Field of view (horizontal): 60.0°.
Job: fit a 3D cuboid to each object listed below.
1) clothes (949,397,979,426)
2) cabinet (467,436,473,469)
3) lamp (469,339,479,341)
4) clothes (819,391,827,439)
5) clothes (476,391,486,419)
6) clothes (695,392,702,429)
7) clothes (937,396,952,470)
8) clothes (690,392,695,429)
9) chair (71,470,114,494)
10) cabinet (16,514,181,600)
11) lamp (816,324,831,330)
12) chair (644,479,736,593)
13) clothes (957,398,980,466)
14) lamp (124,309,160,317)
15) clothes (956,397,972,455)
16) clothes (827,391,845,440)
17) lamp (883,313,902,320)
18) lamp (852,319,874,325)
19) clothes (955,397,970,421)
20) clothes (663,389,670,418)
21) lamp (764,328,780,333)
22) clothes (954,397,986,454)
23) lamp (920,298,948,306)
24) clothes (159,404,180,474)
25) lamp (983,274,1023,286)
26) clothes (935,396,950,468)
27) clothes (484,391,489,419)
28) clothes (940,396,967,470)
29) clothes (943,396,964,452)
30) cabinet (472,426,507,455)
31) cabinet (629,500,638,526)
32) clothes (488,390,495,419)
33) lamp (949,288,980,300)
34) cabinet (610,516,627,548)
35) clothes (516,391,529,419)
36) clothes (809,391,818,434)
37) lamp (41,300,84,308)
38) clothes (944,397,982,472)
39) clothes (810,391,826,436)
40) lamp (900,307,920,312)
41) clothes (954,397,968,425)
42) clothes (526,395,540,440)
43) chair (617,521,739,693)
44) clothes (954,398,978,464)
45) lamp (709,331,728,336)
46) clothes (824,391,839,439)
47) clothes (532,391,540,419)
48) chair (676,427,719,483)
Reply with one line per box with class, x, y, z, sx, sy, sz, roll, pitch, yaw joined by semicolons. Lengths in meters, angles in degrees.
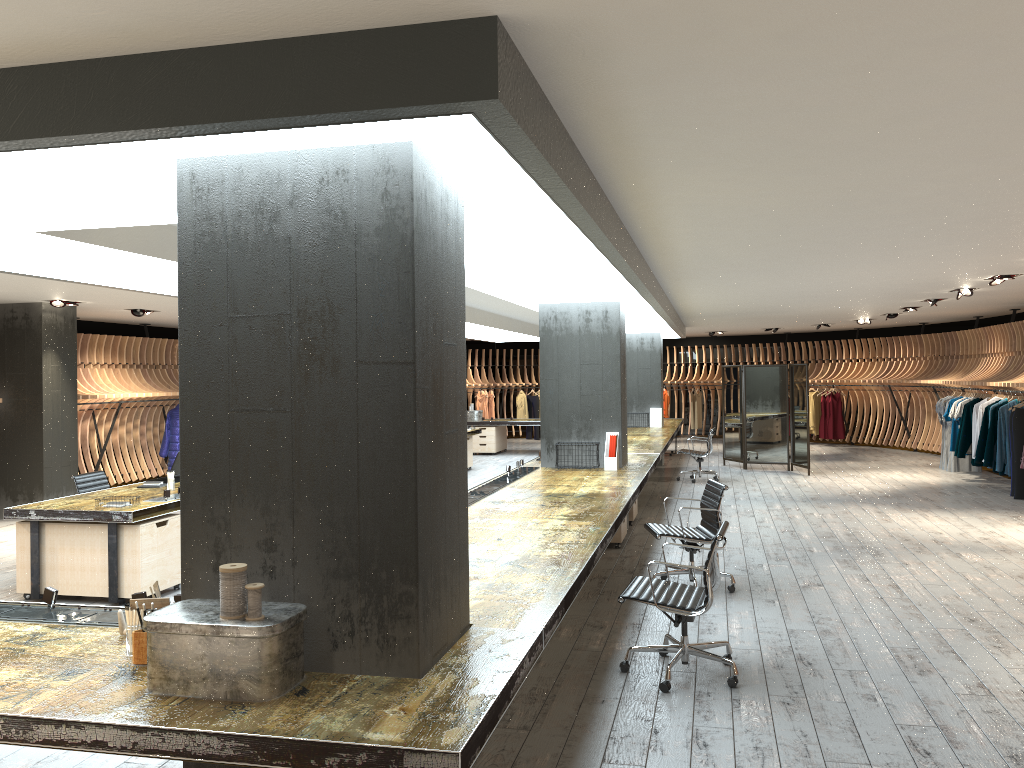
clothes;7.640;0.672;14.676;0.743;0.931;0.158;-1;0;17
cabinet;-1.354;1.304;16.602;1.131;0.630;0.593;-1;0;13
lamp;-0.916;-1.250;22.651;0.493;0.297;0.269;-1;0;-27
clothes;7.440;0.732;20.891;0.444;1.129;0.126;-1;0;-15
clothes;-0.828;0.757;23.977;0.125;1.156;0.447;0;-1;-42
clothes;4.940;0.693;23.513;0.096;0.988;0.465;-1;0;30
clothes;7.831;0.926;15.522;0.677;1.434;0.204;-1;0;2
clothes;4.831;0.694;23.565;0.096;0.988;0.465;-1;0;25
chair;-3.865;1.292;8.612;0.667;0.859;0.693;-1;0;-1
cabinet;-3.361;1.411;7.270;1.131;0.630;0.593;-1;0;13
lamp;6.760;-1.331;19.268;0.269;0.292;0.492;-1;0;-19
chair;1.409;1.231;7.198;0.667;0.859;0.693;-1;0;-11
clothes;7.486;0.753;13.955;0.913;1.081;0.238;-1;0;12
lamp;-5.362;-1.108;12.873;0.269;0.292;0.492;-1;0;13
clothes;7.567;0.688;14.415;0.742;0.950;0.167;-1;0;-4
clothes;7.554;0.732;20.656;0.444;1.129;0.126;-1;0;-15
lamp;6.894;-1.307;16.119;0.269;0.291;0.492;-1;0;9
lamp;7.040;-1.324;17.705;0.269;0.287;0.492;-1;0;-7
clothes;7.627;0.670;14.482;0.742;0.939;0.162;-1;0;7
clothes;4.095;0.575;23.899;0.201;0.881;0.839;-1;0;-7
lamp;6.078;-1.333;20.700;0.269;0.294;0.492;-1;0;-32
clothes;7.511;0.675;14.237;0.734;0.937;0.164;-1;0;16
lamp;6.189;-1.273;13.008;0.269;0.286;0.492;-1;0;13
clothes;-5.753;0.968;15.398;0.885;1.239;0.245;-1;0;10
lamp;5.482;-1.232;9.898;0.269;0.296;0.492;-1;0;13
clothes;7.861;0.925;15.659;0.677;1.434;0.204;-1;-1;27
clothes;-0.719;0.755;24.019;0.125;1.156;0.447;-1;0;-17
clothes;7.798;0.928;15.385;0.677;1.434;0.204;-1;-1;27
clothes;7.617;0.686;14.828;0.738;0.971;0.167;-1;0;21
cabinet;-0.530;1.262;20.211;0.593;0.630;1.131;-1;0;13
cabinet;0.902;1.324;10.581;1.131;0.630;0.593;-1;0;13
clothes;-0.563;0.752;24.070;0.125;1.156;0.447;-1;0;-22
lamp;5.836;-1.248;11.453;0.269;0.301;0.492;-1;0;13
cabinet;0.602;1.339;9.262;1.131;0.630;0.593;-1;0;13
clothes;0.259;0.642;24.292;0.250;0.890;0.704;-1;0;-26
clothes;7.209;0.691;21.256;0.777;1.053;0.151;-1;0;13
lamp;-5.716;-1.088;11.318;0.269;0.296;0.492;-1;0;13
clothes;7.767;0.930;15.253;0.677;1.434;0.204;-1;0;-3
clothes;7.326;0.690;21.069;0.777;1.053;0.151;-1;0;-37
lamp;6.543;-1.287;14.564;0.269;0.294;0.492;-1;0;13
clothes;7.660;0.686;14.619;0.743;0.961;0.167;-1;0;6
clothes;0.572;0.963;24.341;0.087;1.353;0.539;0;-1;-43
chair;0.956;1.254;5.170;0.667;0.859;0.693;-1;0;9
clothes;7.506;0.751;14.076;0.913;1.081;0.238;-1;0;12
lamp;5.045;-1.330;21.904;0.269;0.292;0.492;-1;0;-45
clothes;7.523;0.732;20.744;0.444;1.129;0.127;-1;0;10
clothes;0.779;0.634;24.388;0.250;0.890;0.704;0;0;-36
chair;3.011;1.147;14.446;0.667;0.859;0.693;-1;0;9
